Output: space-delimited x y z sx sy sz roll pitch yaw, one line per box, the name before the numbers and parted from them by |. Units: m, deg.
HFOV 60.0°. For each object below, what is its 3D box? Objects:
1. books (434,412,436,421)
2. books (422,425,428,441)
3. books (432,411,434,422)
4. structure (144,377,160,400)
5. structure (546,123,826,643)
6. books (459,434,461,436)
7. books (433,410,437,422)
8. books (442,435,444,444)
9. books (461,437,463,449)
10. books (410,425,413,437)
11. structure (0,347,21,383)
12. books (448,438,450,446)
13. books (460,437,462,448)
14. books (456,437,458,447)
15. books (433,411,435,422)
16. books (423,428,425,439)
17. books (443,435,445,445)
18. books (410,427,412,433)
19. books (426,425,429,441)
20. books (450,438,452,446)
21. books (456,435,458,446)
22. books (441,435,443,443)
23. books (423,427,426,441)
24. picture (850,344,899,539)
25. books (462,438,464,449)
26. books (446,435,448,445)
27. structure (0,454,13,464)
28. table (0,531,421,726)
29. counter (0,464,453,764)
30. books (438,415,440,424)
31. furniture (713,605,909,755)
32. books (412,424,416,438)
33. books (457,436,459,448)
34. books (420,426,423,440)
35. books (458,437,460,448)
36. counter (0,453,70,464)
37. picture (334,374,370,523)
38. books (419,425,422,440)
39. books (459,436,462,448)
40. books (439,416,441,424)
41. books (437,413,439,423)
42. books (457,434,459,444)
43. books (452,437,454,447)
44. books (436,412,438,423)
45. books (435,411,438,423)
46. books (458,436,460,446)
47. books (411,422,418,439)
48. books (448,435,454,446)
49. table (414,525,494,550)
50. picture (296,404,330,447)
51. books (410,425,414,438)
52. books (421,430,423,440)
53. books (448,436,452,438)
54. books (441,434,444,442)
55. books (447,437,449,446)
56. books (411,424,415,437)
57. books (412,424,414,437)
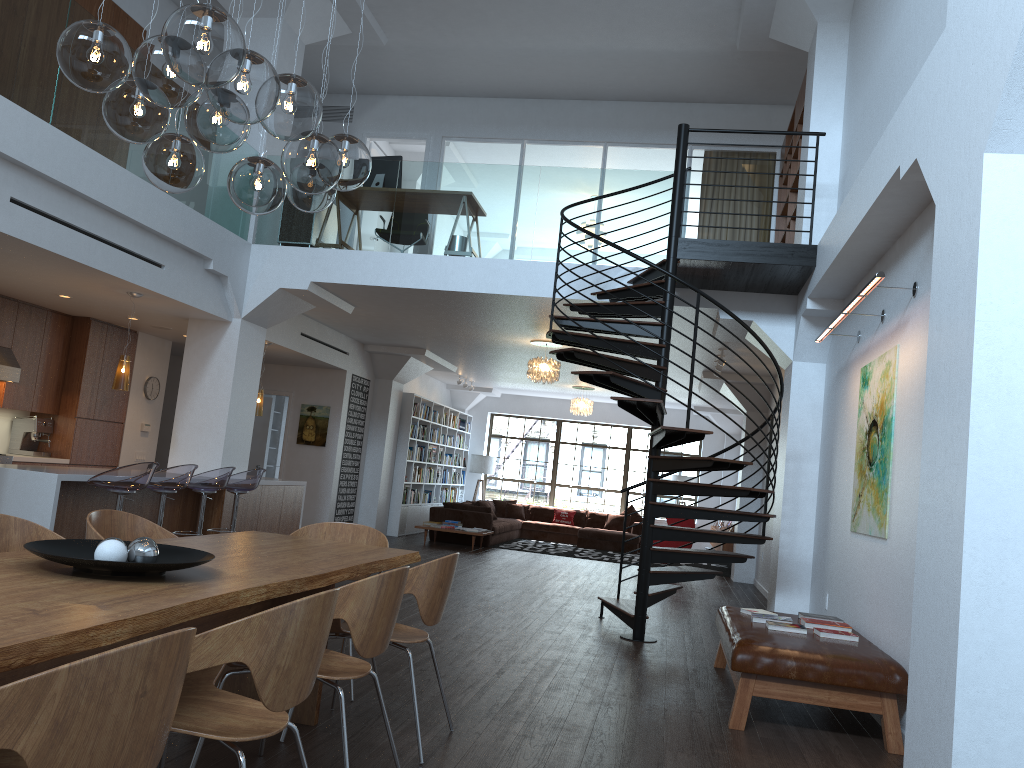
books | -1.509 0.614 16.549 0.146 0.202 0.027 5 -6 11
books | -1.643 0.886 16.097 0.198 0.284 0.049 5 -6 11
books | -1.532 0.600 16.443 0.146 0.202 0.027 5 -6 11
structure | -4.643 0.057 11.442 0.040 0.300 0.300 5 -6 11
structure | 1.257 -0.081 7.440 1.998 4.352 1.998 9 -7 -28
books | -1.165 1.200 18.651 0.176 0.290 0.036 5 -6 10
books | -1.497 0.609 16.635 0.140 0.231 0.042 5 -6 11
books | -1.407 1.083 17.293 0.139 0.191 0.036 5 -6 11
books | -1.145 1.236 18.793 0.183 0.253 0.034 5 -6 10
books | -1.792 0.806 15.151 0.161 0.218 0.101 5 -6 11
structure | -5.505 0.123 8.904 0.529 1.110 0.811 5 -6 11
books | -1.312 1.156 17.760 0.106 0.162 0.032 5 -6 11
books | -1.156 1.221 18.696 0.180 0.259 0.060 5 -6 10
books | -1.212 1.197 18.341 0.161 0.223 0.026 5 -6 10
books | -1.519 0.604 16.468 0.146 0.202 0.027 5 -6 11
books | -1.657 0.896 15.904 0.161 0.223 0.032 5 -6 11
books | -1.393 1.086 17.351 0.146 0.202 0.027 5 -6 11
books | -1.803 0.815 15.072 0.161 0.182 0.170 5 -6 11
books | -1.617 0.891 16.144 0.176 0.291 0.053 5 -6 11
books | -1.292 1.169 17.933 0.128 0.178 0.022 5 -6 11
books | -1.217 1.180 18.318 0.160 0.250 0.026 5 -6 10
books | -1.410 1.087 17.263 0.128 0.178 0.021 5 -6 11
books | -1.647 0.896 15.979 0.174 0.240 0.054 5 -6 11
picture | 2.432 0.412 5.978 0.010 1.200 1.095 5 -6 11
books | -1.128 1.259 18.895 0.168 0.231 0.037 5 -6 10
books | -1.352 1.113 17.577 0.146 0.202 0.027 5 -6 11
structure | -5.545 1.121 8.788 0.662 0.919 0.811 5 -6 11
table | -1.350 0.993 2.924 1.012 0.750 3.803 5 -6 11
counter | -2.842 1.214 7.108 3.039 0.860 8.182 8 -6 -18
books | -1.451 0.667 16.880 0.128 0.178 0.021 5 -6 11
furniture | 1.756 1.741 5.498 0.907 0.453 1.819 5 -6 11
books | -1.763 0.812 15.293 0.174 0.242 0.105 5 -6 11
books | -1.203 1.191 18.425 0.183 0.253 0.034 5 -6 10
books | -1.686 0.870 15.799 0.171 0.246 0.039 5 -6 11
books | -1.189 1.204 18.501 0.171 0.246 0.057 5 -6 10
counter | -5.687 0.590 7.948 0.600 0.050 4.387 5 -6 11
picture | -2.467 1.070 13.723 0.021 2.380 0.800 5 -6 11
books | -1.704 0.854 15.723 0.180 0.259 0.042 5 -6 11
books | -1.164 1.215 18.614 0.183 0.253 0.034 5 -6 10
books | -1.428 0.690 16.964 0.110 0.153 0.019 5 -6 11
books | -1.467 0.648 16.808 0.136 0.196 0.045 5 -6 11
books | -1.210 1.168 18.384 0.176 0.290 0.053 5 -6 10
books | -1.267 1.166 18.118 0.158 0.226 0.052 5 -6 11
books | -1.481 0.621 16.730 0.140 0.231 0.042 5 -6 11
books | -1.493 0.617 16.683 0.158 0.226 0.052 5 -6 11
books | -1.194 1.196 18.456 0.183 0.253 0.034 5 -6 10
books | -1.739 0.798 15.369 0.176 0.290 0.053 5 -6 11
books | -1.272 1.158 18.070 0.140 0.231 0.042 5 -6 11
table | -0.927 2.453 14.199 1.100 0.271 0.853 5 -6 11
picture | -2.957 0.615 13.202 0.450 0.600 0.030 5 -6 11
books | -1.783 0.803 15.180 0.152 0.232 0.104 5 -6 11
books | -1.682 0.886 15.834 0.161 0.223 0.033 5 -6 11
books | -1.293 1.160 17.956 0.127 0.200 0.020 5 -6 11
books | -1.406 1.082 17.326 0.146 0.202 0.027 5 -6 11
books | -1.334 1.141 17.689 0.126 0.173 0.032 5 -6 11
books | -1.774 0.806 15.211 0.172 0.235 0.112 5 -6 11
books | -1.777 0.808 15.255 0.172 0.239 0.093 5 -6 11
